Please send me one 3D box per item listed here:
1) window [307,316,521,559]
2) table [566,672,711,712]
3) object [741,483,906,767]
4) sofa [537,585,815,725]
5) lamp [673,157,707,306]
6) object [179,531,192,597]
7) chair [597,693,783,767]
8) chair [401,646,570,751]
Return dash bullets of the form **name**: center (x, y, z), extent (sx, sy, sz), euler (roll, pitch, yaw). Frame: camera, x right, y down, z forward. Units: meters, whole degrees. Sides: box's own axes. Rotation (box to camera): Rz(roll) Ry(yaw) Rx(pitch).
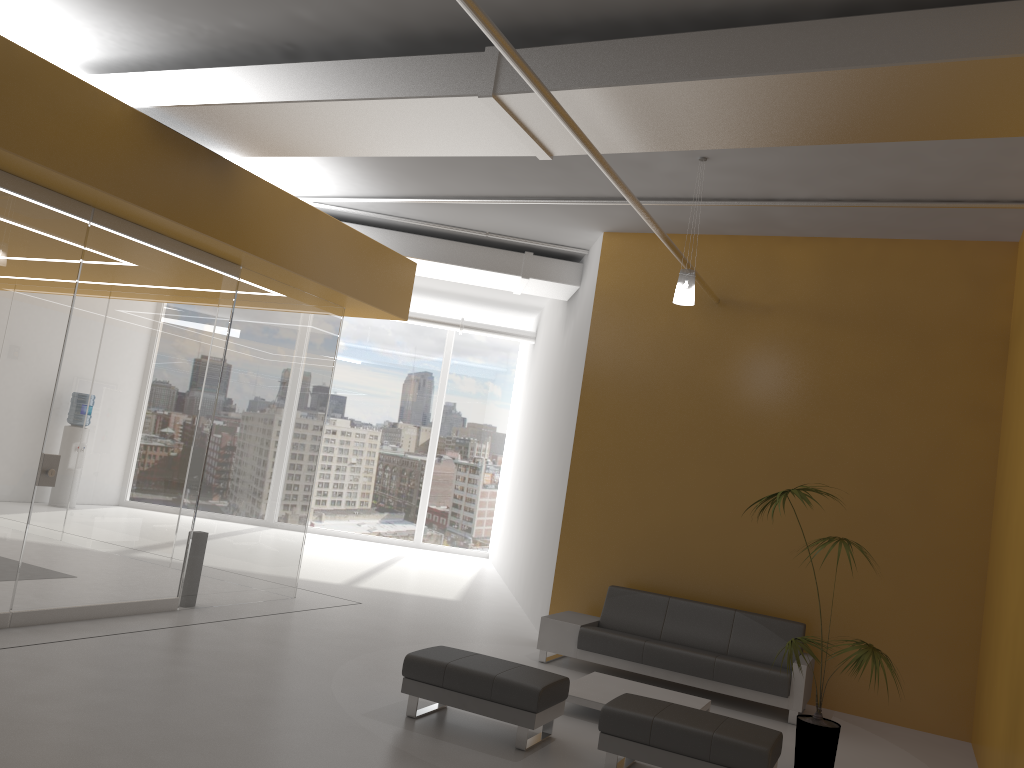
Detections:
- **window**: center (-2.921, 0.766, 17.398), extent (8.533, 4.498, 0.100), euler (9, -6, -5)
- **table**: center (0.943, 2.500, 6.905), extent (1.000, 0.150, 1.000), euler (6, -6, 25)
- **object**: center (2.058, 1.666, 6.057), extent (0.912, 1.956, 1.222), euler (11, -6, -24)
- **sofa**: center (1.504, 2.406, 8.205), extent (2.400, 0.761, 0.860), euler (6, -6, 25)
- **lamp**: center (1.483, -1.258, 7.257), extent (0.174, 1.227, 0.174), euler (11, -6, -24)
- **object**: center (-3.082, 1.769, 8.508), extent (0.124, 0.706, 0.152), euler (7, -6, 20)
- **chair**: center (1.071, 2.226, 5.376), extent (1.012, 0.423, 0.575), euler (6, -6, 25)
- **chair**: center (-0.190, 2.097, 5.989), extent (1.012, 0.423, 0.575), euler (6, -6, 25)
